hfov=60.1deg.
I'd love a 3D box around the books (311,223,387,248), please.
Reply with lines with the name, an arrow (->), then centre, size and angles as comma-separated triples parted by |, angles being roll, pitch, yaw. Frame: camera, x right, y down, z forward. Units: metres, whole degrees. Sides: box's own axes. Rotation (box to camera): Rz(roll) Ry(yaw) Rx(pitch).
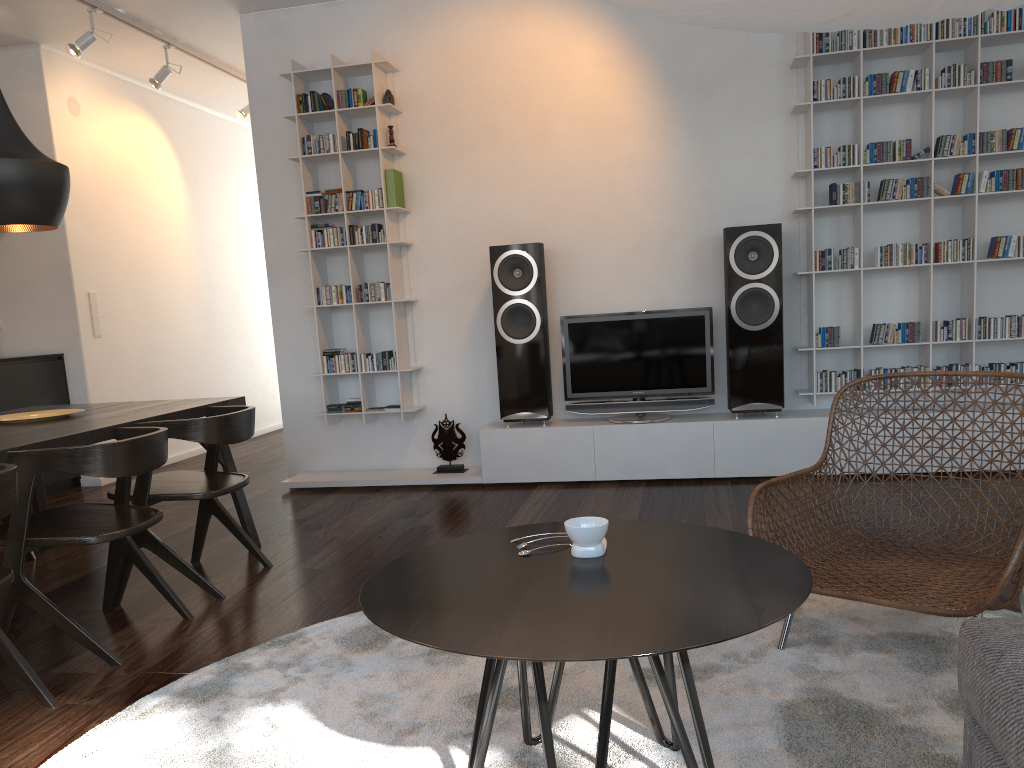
books -> -0.927, -0.855, 5.124 | 0.468, 0.114, 0.121 | -3, 7, 11

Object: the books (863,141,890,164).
books -> 1.851, -1.172, 4.512 | 0.132, 0.105, 0.098 | -3, 7, 10

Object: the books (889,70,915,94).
books -> 1.951, -1.506, 4.435 | 0.118, 0.109, 0.089 | -2, 7, 11

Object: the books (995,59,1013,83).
books -> 2.405, -1.526, 4.343 | 0.074, 0.105, 0.089 | -2, 7, 11

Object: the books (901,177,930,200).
books -> 2.051, -0.992, 4.504 | 0.132, 0.105, 0.098 | -3, 7, 10

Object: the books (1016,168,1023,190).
books -> 2.586, -1.018, 4.394 | 0.163, 0.107, 0.089 | -2, 7, 11

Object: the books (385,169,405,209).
books -> -0.670, -1.111, 5.074 | 0.049, 0.216, 0.164 | -2, 8, 11

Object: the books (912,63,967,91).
books -> 2.326, -1.363, 4.389 | 0.621, 0.443, 0.100 | -2, 9, 11

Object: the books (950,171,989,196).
books -> 2.304, -1.007, 4.451 | 0.158, 0.111, 0.089 | -2, 7, 11

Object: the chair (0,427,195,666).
chair -> -1.363, 0.506, 2.854 | 0.520, 0.678, 0.587 | -2, 7, 12

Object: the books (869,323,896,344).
books -> 1.948, -0.264, 4.647 | 0.118, 0.109, 0.089 | -2, 7, 11

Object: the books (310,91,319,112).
books -> -1.112, -1.589, 5.002 | 0.029, 0.117, 0.073 | -2, 8, 11

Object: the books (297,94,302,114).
books -> -1.196, -1.582, 5.022 | 0.016, 0.108, 0.068 | -2, 8, 11

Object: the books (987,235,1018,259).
books -> 2.479, -0.692, 4.470 | 0.118, 0.109, 0.089 | -2, 7, 11

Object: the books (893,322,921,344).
books -> 2.062, -0.269, 4.625 | 0.132, 0.105, 0.098 | -3, 7, 10

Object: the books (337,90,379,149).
books -> -0.852, -1.486, 4.998 | 0.229, 0.336, 0.106 | -2, 9, 12

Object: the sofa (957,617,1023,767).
sofa -> 0.051, 0.594, 0.709 | 3.069, 0.679, 2.020 | -3, 5, 11

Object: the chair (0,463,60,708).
chair -> -1.488, 0.569, 2.192 | 0.520, 0.678, 0.587 | -2, 7, 10

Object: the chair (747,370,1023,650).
chair -> 1.112, 0.348, 2.446 | 0.716, 0.717, 0.680 | 3, 10, 44

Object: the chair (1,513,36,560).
chair -> -2.448, 0.502, 3.736 | 0.520, 0.678, 0.587 | -2, 7, 11

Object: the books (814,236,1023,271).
books -> 2.529, -0.694, 4.464 | 1.925, 0.115, 0.113 | -3, 7, 11

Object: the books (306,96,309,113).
books -> -1.145, -1.577, 5.011 | 0.014, 0.093, 0.069 | -2, 8, 11

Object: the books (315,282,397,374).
books -> -0.895, -0.331, 5.203 | 0.470, 0.516, 0.121 | -2, 9, 11

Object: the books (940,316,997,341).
books -> 2.346, -0.285, 4.568 | 0.268, 0.114, 0.099 | -3, 7, 10

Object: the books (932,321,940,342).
books -> 2.565, -0.296, 4.524 | 0.765, 0.114, 0.113 | -3, 7, 11

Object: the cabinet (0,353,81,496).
cabinet -> -3.741, 0.502, 3.479 | 0.733, 0.908, 5.015 | -2, 5, 11

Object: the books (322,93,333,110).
books -> -1.030, -1.585, 4.987 | 0.057, 0.099, 0.068 | -2, 8, 11

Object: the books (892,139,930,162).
books -> 2.022, -1.180, 4.477 | 0.163, 0.107, 0.089 | -2, 7, 11

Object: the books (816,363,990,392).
books -> 2.526, -0.911, 4.427 | 1.953, 1.840, 0.113 | -2, 9, 11

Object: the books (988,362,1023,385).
books -> 3.012, -0.199, 4.453 | 1.133, 0.353, 0.113 | -3, 9, 11

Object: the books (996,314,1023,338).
books -> 2.595, -0.297, 4.518 | 0.234, 0.114, 0.113 | -3, 7, 11

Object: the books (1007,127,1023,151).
books -> 2.502, -1.206, 4.378 | 0.118, 0.109, 0.089 | -2, 7, 11

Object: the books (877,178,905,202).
books -> 1.938, -0.991, 4.525 | 0.118, 0.109, 0.089 | -2, 7, 11

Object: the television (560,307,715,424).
television -> 0.700, -0.099, 4.907 | 0.788, 0.607, 0.342 | 0, 9, 30

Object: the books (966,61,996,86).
books -> 2.423, -1.363, 4.370 | 0.350, 0.436, 0.099 | -2, 9, 11

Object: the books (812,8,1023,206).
books -> 2.397, -1.386, 4.372 | 1.754, 0.867, 0.113 | -3, 9, 11

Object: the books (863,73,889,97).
books -> 1.826, -1.499, 4.462 | 0.132, 0.105, 0.098 | -3, 7, 10

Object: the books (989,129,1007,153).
books -> 2.408, -1.200, 4.398 | 0.074, 0.110, 0.089 | -2, 7, 11

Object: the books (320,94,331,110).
books -> -1.047, -1.581, 4.990 | 0.046, 0.092, 0.069 | -2, 8, 11

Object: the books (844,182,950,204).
books -> 1.961, -0.989, 4.521 | 0.504, 0.107, 0.089 | -3, 7, 11

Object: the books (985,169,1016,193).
books -> 2.438, -1.012, 4.425 | 0.132, 0.105, 0.098 | -3, 7, 10

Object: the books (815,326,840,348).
books -> 1.673, -0.250, 4.704 | 0.132, 0.105, 0.098 | -3, 7, 10

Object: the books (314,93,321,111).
books -> -1.089, -1.583, 4.997 | 0.019, 0.100, 0.073 | -2, 8, 11

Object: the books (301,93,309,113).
books -> -1.164, -1.583, 5.011 | 0.023, 0.108, 0.068 | -2, 8, 11

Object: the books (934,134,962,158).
books -> 2.188, -1.190, 4.443 | 0.118, 0.109, 0.089 | -2, 7, 11

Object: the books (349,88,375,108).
books -> -0.823, -1.601, 4.973 | 0.160, 0.111, 0.100 | -2, 7, 11

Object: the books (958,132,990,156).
books -> 2.305, -1.194, 4.420 | 0.139, 0.105, 0.098 | -3, 7, 10

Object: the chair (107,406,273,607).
chair -> -1.246, 0.448, 3.446 | 0.520, 0.678, 0.587 | -2, 7, 10

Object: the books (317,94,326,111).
books -> -1.070, -1.581, 4.995 | 0.028, 0.094, 0.069 | -2, 8, 11

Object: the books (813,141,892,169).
books -> 1.739, -1.167, 4.535 | 0.384, 0.105, 0.101 | -3, 7, 11

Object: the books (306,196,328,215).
books -> -1.122, -1.029, 5.117 | 0.101, 0.105, 0.095 | -2, 7, 11

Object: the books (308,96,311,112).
books -> -1.131, -1.578, 5.009 | 0.014, 0.093, 0.069 | -2, 8, 11

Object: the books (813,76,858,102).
books -> 2.093, -1.348, 4.435 | 1.124, 0.436, 0.100 | -3, 9, 11

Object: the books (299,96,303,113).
books -> -1.181, -1.575, 5.017 | 0.014, 0.093, 0.069 | -2, 8, 11
